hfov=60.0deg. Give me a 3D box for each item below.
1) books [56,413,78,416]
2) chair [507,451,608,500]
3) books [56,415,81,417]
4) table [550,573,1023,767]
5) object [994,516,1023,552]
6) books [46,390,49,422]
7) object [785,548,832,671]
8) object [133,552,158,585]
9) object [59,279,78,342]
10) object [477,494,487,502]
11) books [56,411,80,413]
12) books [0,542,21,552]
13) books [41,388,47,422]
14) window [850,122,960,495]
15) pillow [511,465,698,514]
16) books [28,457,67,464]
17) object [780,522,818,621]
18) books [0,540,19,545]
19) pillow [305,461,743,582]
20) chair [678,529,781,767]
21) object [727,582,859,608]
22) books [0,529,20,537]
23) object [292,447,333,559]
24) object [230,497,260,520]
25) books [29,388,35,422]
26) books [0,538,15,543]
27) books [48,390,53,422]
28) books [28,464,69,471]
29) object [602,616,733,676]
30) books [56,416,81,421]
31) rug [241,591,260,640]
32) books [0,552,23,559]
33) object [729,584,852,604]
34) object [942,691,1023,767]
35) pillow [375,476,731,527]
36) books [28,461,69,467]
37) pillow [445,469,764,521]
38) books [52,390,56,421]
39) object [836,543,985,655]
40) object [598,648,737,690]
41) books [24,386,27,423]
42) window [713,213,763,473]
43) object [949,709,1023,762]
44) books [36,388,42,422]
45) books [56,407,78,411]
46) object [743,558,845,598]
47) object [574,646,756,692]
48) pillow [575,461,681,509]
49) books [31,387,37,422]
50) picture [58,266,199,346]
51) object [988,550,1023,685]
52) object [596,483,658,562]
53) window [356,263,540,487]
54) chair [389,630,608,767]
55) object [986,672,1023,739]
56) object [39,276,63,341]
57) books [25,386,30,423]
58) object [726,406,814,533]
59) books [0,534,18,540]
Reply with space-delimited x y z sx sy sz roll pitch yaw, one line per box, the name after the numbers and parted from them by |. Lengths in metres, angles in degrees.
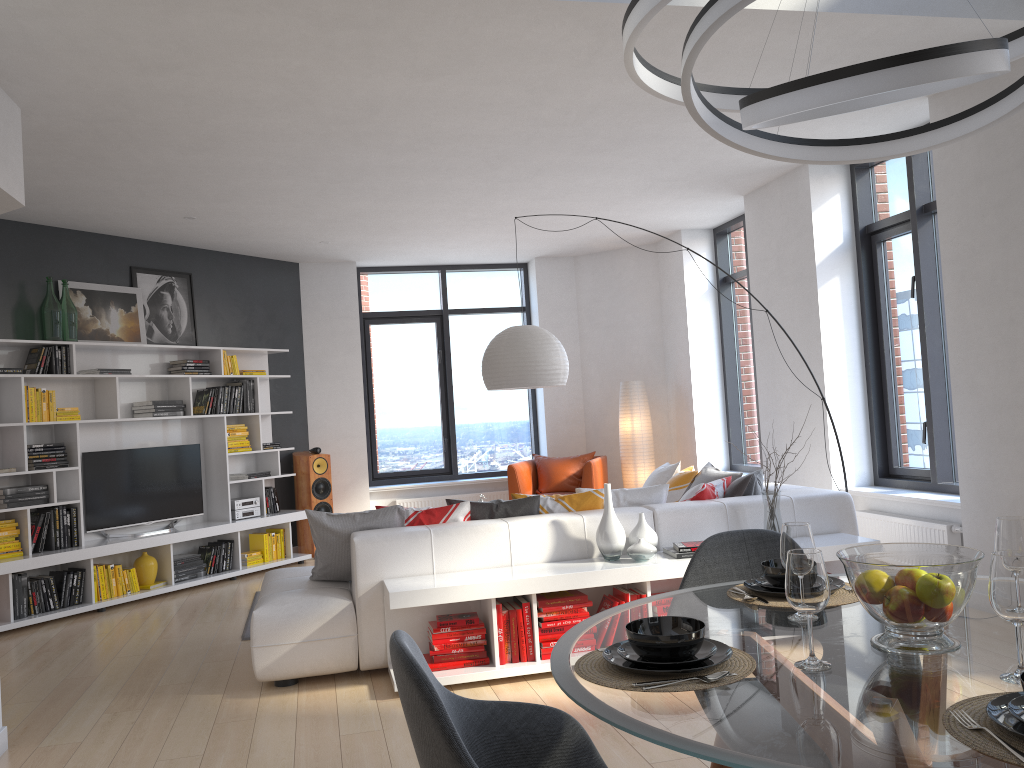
-3.420 0.232 6.766 0.113 0.018 0.169 -5 -2 33 | books
0.514 1.133 8.987 0.896 0.858 0.843 -4 -2 19 | chair
-3.433 0.247 6.780 0.148 0.011 0.196 -5 -2 32 | books
0.852 0.912 1.812 1.499 0.764 1.499 -3 -2 -24 | table
1.118 0.407 1.965 0.083 0.220 0.083 -5 -2 38 | object
-3.532 0.169 6.653 0.169 0.239 0.023 -5 -2 32 | books
0.573 0.433 1.713 0.083 0.220 0.083 -4 -2 15 | object
-2.961 1.487 7.163 0.185 0.257 0.185 -4 -2 10 | object
-3.470 -0.562 6.906 0.157 0.507 0.157 -2 -3 -44 | object
-0.307 0.959 6.629 0.330 0.265 0.330 -4 -2 11 | object
-3.431 0.217 6.780 0.134 0.014 0.187 -5 -2 32 | books
-3.679 1.165 6.312 0.198 0.044 0.255 -5 -2 32 | books
-3.546 0.163 6.628 0.185 0.250 0.035 -5 -2 32 | books
2.802 -0.486 5.919 0.170 2.402 1.310 -3 -2 -13 | window
0.730 0.827 5.859 0.630 0.440 2.095 -5 -2 34 | pillow
-3.515 0.571 6.629 0.209 0.030 0.266 -5 -2 31 | books
0.676 0.439 2.086 0.083 0.220 0.083 -2 -3 -41 | object
-3.694 1.136 6.318 0.198 0.015 0.263 -5 -2 35 | books
0.168 0.831 5.515 2.953 0.453 0.647 -3 -2 -25 | pillow
0.771 0.882 2.428 0.655 0.891 0.619 -3 -2 -6 | chair
0.755 0.552 2.354 0.360 0.002 0.360 -5 -2 29 | object
-3.687 1.070 6.330 0.185 0.035 0.250 -5 -2 35 | books
-1.999 1.174 8.822 0.290 1.088 0.434 -2 -3 -43 | object
-2.500 1.139 8.111 0.270 0.174 0.285 -5 -2 32 | object
-3.600 0.162 6.547 0.198 0.255 0.044 -5 -2 32 | books
-3.683 1.117 6.300 0.152 0.024 0.228 -5 -2 36 | books
-3.516 0.171 6.672 0.172 0.234 0.024 -5 -2 32 | books
-3.492 0.623 6.622 0.189 0.026 0.263 -5 -2 31 | books
0.311 0.523 1.785 0.258 0.074 0.258 -2 -2 -32 | object
-3.429 0.269 6.777 0.147 0.033 0.190 -5 -2 32 | books
-0.734 1.556 6.538 2.326 0.016 1.662 -3 -2 -13 | rug
-3.662 1.226 6.304 0.204 0.029 0.270 -5 -2 37 | books
0.745 0.545 2.352 0.309 0.015 0.206 -3 -2 -8 | object
0.835 0.513 1.311 0.360 0.002 0.360 -2 -2 -38 | object
0.336 0.841 5.212 2.250 0.449 0.575 -3 -2 -15 | pillow
-3.494 0.598 6.624 0.189 0.025 0.270 -5 -2 31 | books
0.651 0.797 5.293 2.120 0.436 0.608 -3 -2 -17 | pillow
-3.505 0.171 6.696 0.172 0.234 0.024 -5 -2 32 | books
0.818 0.439 1.815 0.278 0.184 0.278 -3 -2 -4 | object
0.307 0.554 1.777 0.206 0.015 0.309 -3 -2 -8 | object
-3.622 0.154 6.488 0.204 0.270 0.029 -5 -2 32 | books
2.298 -0.380 8.162 0.170 2.402 1.310 -3 -2 -13 | window
0.844 0.504 1.318 0.309 0.015 0.206 -4 -2 -3 | object
-3.562 0.163 6.606 0.180 0.251 0.019 -5 -2 32 | books
-3.445 0.198 6.784 0.138 0.026 0.186 -5 -2 32 | books
0.750 0.515 2.366 0.258 0.074 0.258 -2 -2 -32 | object
0.305 0.562 1.783 0.360 0.002 0.360 -2 -2 -38 | object
0.867 0.809 6.147 0.580 0.456 2.156 -4 -2 13 | pillow
-3.586 0.160 6.574 0.199 0.263 0.015 -5 -2 32 | books
-3.215 -0.654 7.514 0.076 0.707 1.279 -5 -2 32 | picture
0.888 0.408 1.559 0.083 0.220 0.083 -5 -2 38 | object
0.595 0.716 4.653 0.316 0.398 0.319 -4 -2 11 | object
-0.715 -0.129 9.961 1.960 2.402 0.170 -3 -2 -13 | window
0.102 0.900 1.696 0.619 0.891 0.655 -3 -2 -11 | chair
0.840 0.474 1.301 0.258 0.074 0.258 -4 -2 7 | object
-3.505 -0.565 6.744 0.157 0.507 0.157 -2 -3 -44 | object
-3.615 0.155 6.515 0.213 0.270 0.025 -5 -2 32 | books
1.436 0.493 4.771 0.406 0.744 0.607 -5 -2 27 | object
-3.693 1.097 6.321 0.180 0.019 0.251 -5 -2 32 | books
